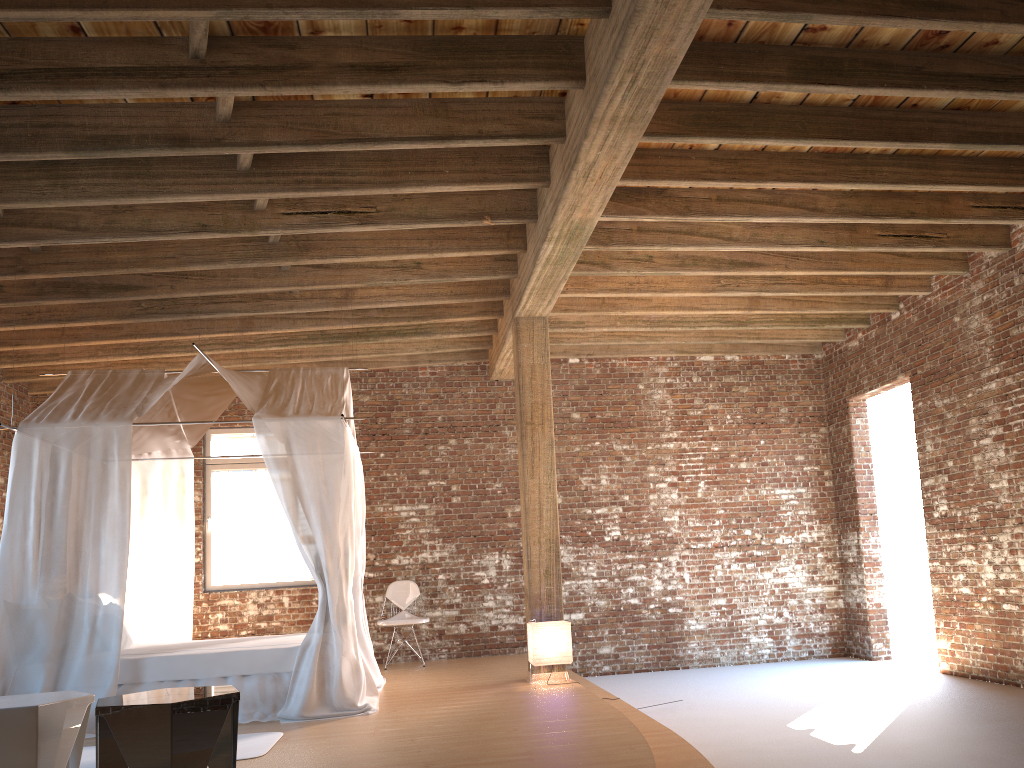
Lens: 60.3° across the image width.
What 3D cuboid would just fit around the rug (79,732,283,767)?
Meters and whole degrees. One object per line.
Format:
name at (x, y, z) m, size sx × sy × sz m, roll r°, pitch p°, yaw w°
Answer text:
rug at (-2.101, 2.112, 5.040) m, size 1.458 × 0.007 × 0.857 m, roll -2°, pitch -12°, yaw -8°

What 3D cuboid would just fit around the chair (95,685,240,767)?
chair at (-1.424, 1.541, 3.657) m, size 0.526 × 0.484 × 0.635 m, roll -10°, pitch -12°, yaw 35°

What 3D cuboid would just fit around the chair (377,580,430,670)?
chair at (-1.152, 2.540, 9.378) m, size 0.547 × 0.887 × 0.570 m, roll -2°, pitch -9°, yaw -8°

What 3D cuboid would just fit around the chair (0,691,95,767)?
chair at (-2.128, 1.606, 3.772) m, size 0.551 × 0.484 × 0.607 m, roll 7°, pitch -14°, yaw -44°

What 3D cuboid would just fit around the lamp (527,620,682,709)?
lamp at (0.819, 2.303, 7.279) m, size 1.416 × 0.772 × 0.355 m, roll 0°, pitch -9°, yaw -17°

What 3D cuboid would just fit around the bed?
bed at (-2.466, 0.632, 7.099) m, size 2.716 × 3.839 × 2.482 m, roll -2°, pitch -9°, yaw -8°

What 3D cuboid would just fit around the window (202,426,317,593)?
window at (-2.741, 1.359, 9.761) m, size 1.339 × 1.828 × 0.170 m, roll -2°, pitch -7°, yaw -9°

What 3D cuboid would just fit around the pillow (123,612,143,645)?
pillow at (-3.317, 2.020, 7.378) m, size 0.298 × 0.427 × 0.626 m, roll -2°, pitch -11°, yaw -7°

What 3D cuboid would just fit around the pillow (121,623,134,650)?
pillow at (-3.062, 1.901, 6.747) m, size 0.217 × 0.287 × 0.387 m, roll -3°, pitch -10°, yaw 1°
